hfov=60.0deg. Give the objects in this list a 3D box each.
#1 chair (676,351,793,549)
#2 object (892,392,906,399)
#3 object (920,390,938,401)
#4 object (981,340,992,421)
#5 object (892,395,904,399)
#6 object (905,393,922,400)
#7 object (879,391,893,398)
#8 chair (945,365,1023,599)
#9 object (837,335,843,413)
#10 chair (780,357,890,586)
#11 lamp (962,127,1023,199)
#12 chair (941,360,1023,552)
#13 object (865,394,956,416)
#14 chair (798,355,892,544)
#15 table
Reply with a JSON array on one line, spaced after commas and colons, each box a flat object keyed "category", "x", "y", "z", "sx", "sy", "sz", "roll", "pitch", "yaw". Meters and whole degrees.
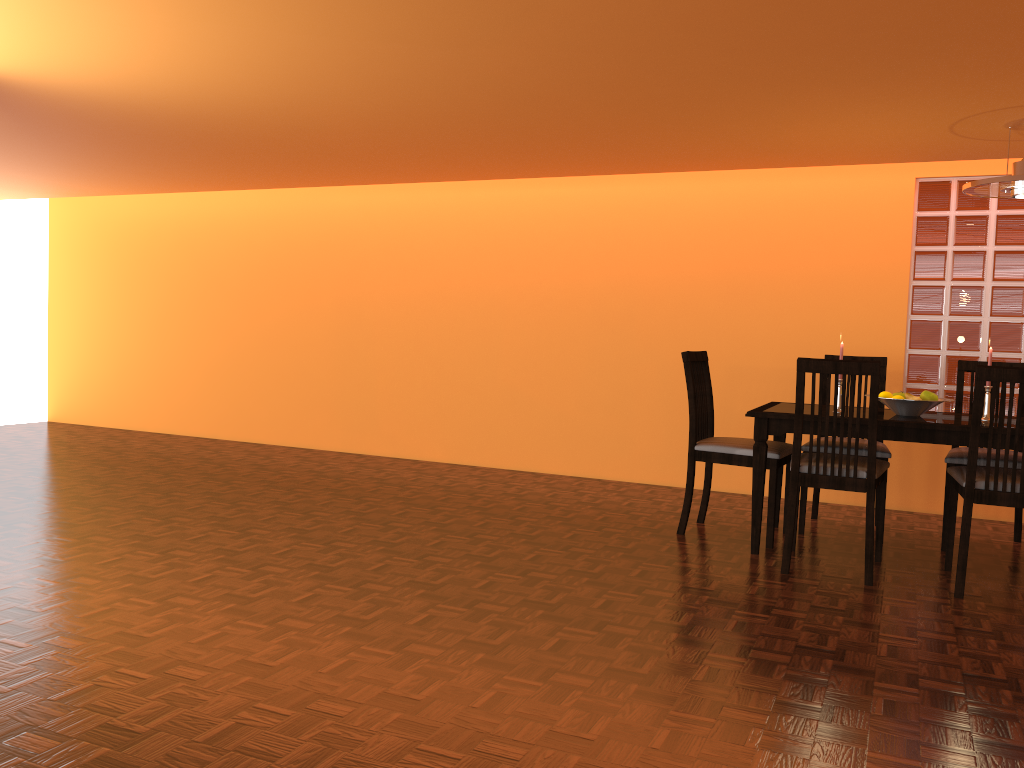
[{"category": "chair", "x": 0.984, "y": 0.267, "z": 3.898, "sx": 0.465, "sy": 0.809, "sz": 0.373, "roll": 4, "pitch": 4, "yaw": 29}, {"category": "object", "x": 1.596, "y": 0.073, "z": 3.633, "sx": 0.087, "sy": 0.076, "sz": 0.089, "roll": 4, "pitch": 4, "yaw": 30}, {"category": "object", "x": 1.676, "y": 0.059, "z": 3.566, "sx": 0.069, "sy": 0.066, "sz": 0.069, "roll": 4, "pitch": 4, "yaw": 34}, {"category": "object", "x": 1.869, "y": -0.020, "z": 3.476, "sx": 0.044, "sy": 0.326, "sz": 0.044, "roll": 3, "pitch": 3, "yaw": 13}, {"category": "object", "x": 1.544, "y": 0.068, "z": 3.551, "sx": 0.046, "sy": 0.046, "sz": 0.055, "roll": 1, "pitch": 3, "yaw": -13}, {"category": "object", "x": 1.604, "y": 0.072, "z": 3.533, "sx": 0.066, "sy": 0.070, "sz": 0.055, "roll": 2, "pitch": 3, "yaw": 5}, {"category": "object", "x": 1.513, "y": 0.053, "z": 3.589, "sx": 0.055, "sy": 0.046, "sz": 0.046, "roll": 2, "pitch": 3, "yaw": 7}, {"category": "chair", "x": 1.757, "y": 0.339, "z": 3.138, "sx": 0.373, "sy": 0.809, "sz": 0.465, "roll": 4, "pitch": 4, "yaw": 24}, {"category": "object", "x": 1.341, "y": -0.047, "z": 3.619, "sx": 0.044, "sy": 0.326, "sz": 0.044, "roll": 3, "pitch": 3, "yaw": 13}, {"category": "chair", "x": 1.231, "y": 0.306, "z": 3.371, "sx": 0.373, "sy": 0.809, "sz": 0.465, "roll": 4, "pitch": 4, "yaw": 24}, {"category": "lamp", "x": 1.966, "y": -0.852, "z": 3.381, "sx": 0.435, "sy": 0.274, "sz": 0.435, "roll": -1, "pitch": 5, "yaw": -44}, {"category": "chair", "x": 2.070, "y": 0.309, "z": 3.836, "sx": 0.373, "sy": 0.809, "sz": 0.465, "roll": 4, "pitch": 4, "yaw": 24}, {"category": "object", "x": 1.608, "y": 0.091, "z": 3.595, "sx": 0.337, "sy": 0.072, "sz": 0.337, "roll": 1, "pitch": 3, "yaw": -10}, {"category": "chair", "x": 1.544, "y": 0.276, "z": 4.070, "sx": 0.373, "sy": 0.809, "sz": 0.465, "roll": 4, "pitch": 4, "yaw": 24}, {"category": "table", "x": 1.629, "y": 0.421, "z": 3.586, "sx": 1.259, "sy": 0.584, "sz": 0.697, "roll": 4, "pitch": 4, "yaw": 24}]
